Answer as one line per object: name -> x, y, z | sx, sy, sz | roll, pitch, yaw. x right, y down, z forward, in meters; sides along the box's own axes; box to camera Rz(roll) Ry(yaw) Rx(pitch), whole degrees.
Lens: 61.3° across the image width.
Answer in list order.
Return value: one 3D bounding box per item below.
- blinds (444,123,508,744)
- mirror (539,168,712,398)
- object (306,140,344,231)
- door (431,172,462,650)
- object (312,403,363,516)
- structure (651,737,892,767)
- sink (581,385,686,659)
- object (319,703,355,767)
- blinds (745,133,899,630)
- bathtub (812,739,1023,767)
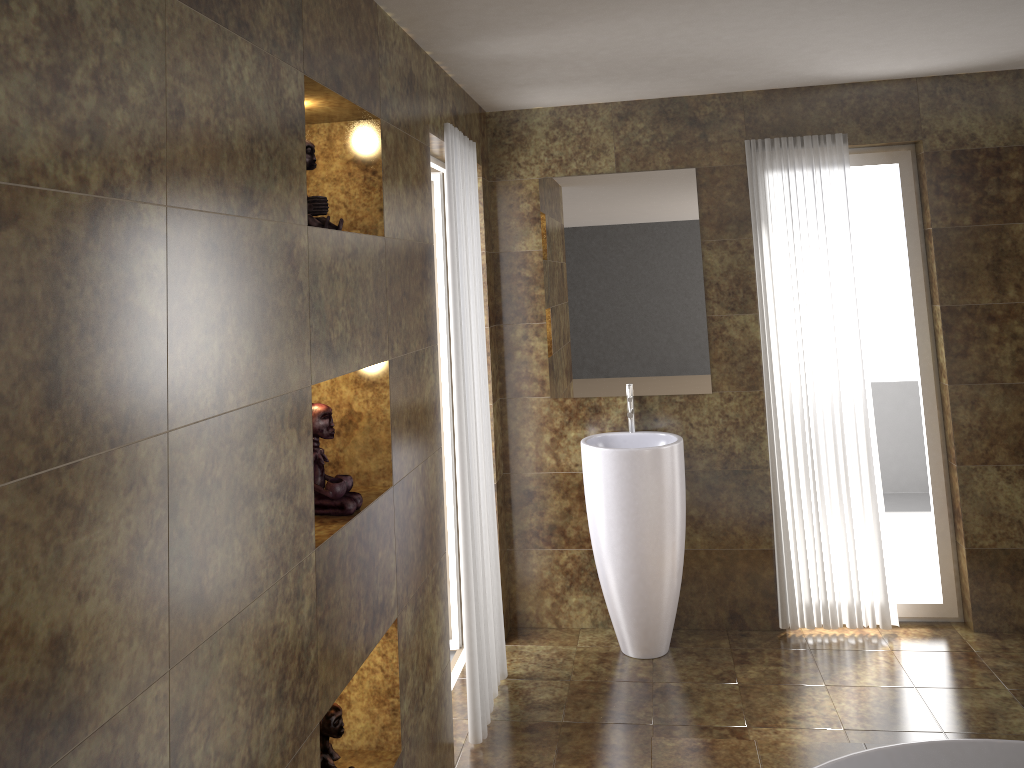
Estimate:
blinds -> -0.142, 0.102, 3.463 | 0.067, 2.296, 0.591 | -4, -5, 9
mirror -> 0.539, -0.489, 4.197 | 0.766, 1.101, 0.008 | -3, -6, 9
object -> -0.532, -0.521, 2.246 | 0.152, 0.269, 0.121 | -3, -4, 9
door -> -0.762, 0.117, 4.031 | 0.962, 2.246, 0.039 | -3, -6, -2
object -> -0.481, 0.188, 2.232 | 0.174, 0.287, 0.110 | -3, -5, 9
structure -> 1.292, 1.318, 1.709 | 2.000, 0.125, 2.009 | -2, 7, 9
sink -> 0.555, 0.600, 3.860 | 0.457, 1.146, 0.432 | -4, -5, 12
object -> -0.442, 0.922, 2.127 | 0.152, 0.276, 0.150 | -3, -3, 9
blinds -> 1.406, -0.043, 3.984 | 0.518, 2.284, 0.066 | -4, -6, 8
bathtub -> 1.290, 1.310, 1.708 | 1.740, 0.526, 1.760 | 2, 7, 40
